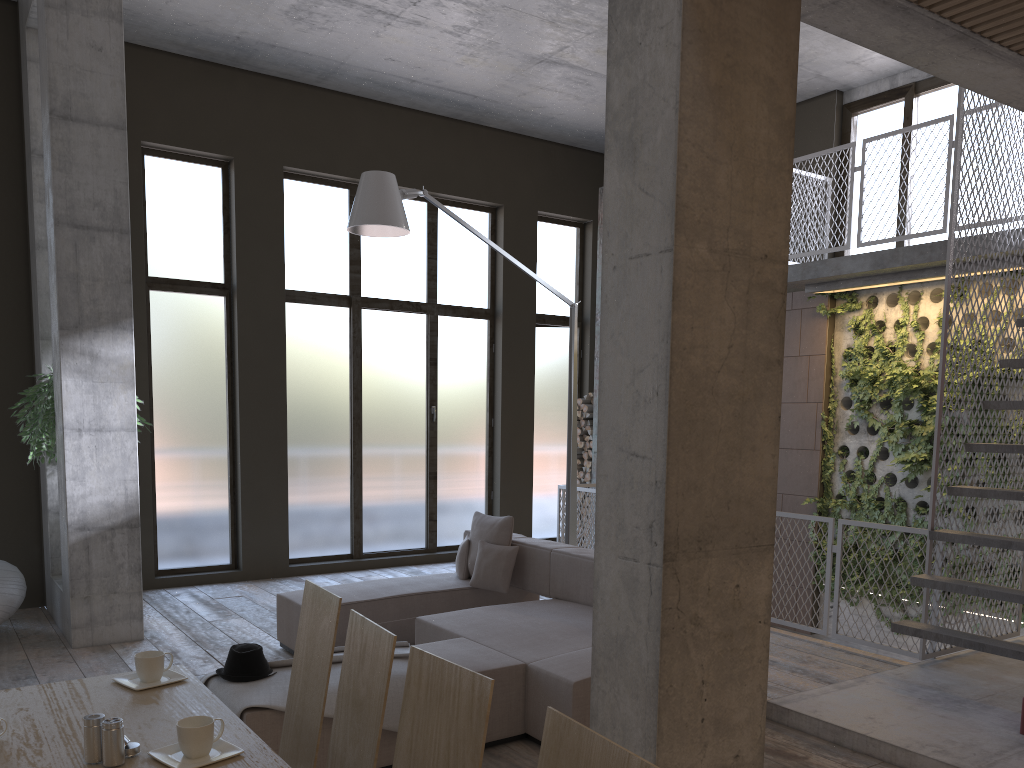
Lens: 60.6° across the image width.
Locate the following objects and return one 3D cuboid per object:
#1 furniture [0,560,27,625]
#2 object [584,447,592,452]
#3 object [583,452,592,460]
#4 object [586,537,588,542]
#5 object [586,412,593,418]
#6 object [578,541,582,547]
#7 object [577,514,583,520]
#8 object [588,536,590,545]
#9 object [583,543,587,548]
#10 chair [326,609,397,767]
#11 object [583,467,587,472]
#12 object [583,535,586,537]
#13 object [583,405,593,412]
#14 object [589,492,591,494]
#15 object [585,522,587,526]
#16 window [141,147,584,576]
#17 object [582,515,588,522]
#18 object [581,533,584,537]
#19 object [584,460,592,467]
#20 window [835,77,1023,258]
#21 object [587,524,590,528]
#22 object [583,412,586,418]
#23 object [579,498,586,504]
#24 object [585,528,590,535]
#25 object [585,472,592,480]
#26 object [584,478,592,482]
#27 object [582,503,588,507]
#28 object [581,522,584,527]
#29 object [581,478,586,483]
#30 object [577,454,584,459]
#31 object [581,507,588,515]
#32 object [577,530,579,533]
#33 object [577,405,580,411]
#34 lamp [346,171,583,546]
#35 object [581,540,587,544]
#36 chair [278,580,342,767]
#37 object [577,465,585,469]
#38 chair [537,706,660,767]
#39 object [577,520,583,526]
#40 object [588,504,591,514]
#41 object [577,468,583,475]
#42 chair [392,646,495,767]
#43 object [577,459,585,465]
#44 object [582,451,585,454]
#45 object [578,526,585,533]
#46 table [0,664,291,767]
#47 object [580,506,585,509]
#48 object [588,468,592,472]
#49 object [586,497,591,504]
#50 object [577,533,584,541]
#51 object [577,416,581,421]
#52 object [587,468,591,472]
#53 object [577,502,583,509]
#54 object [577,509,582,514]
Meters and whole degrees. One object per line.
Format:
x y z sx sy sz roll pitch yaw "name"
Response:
-4.563 1.705 6.367 1.792 0.820 1.618 1 0 3 "furniture"
1.076 0.841 11.279 0.332 0.057 0.088 2 0 -33 "object"
1.053 0.916 11.266 0.293 0.108 0.098 2 2 -35 "object"
1.124 2.011 11.375 0.424 0.086 0.066 2 2 -37 "object"
1.131 0.398 11.165 0.422 0.068 0.066 2 1 -35 "object"
1.004 2.100 11.576 0.436 0.094 0.091 2 1 -35 "object"
1.027 1.741 11.537 0.434 0.080 0.114 2 0 -33 "object"
1.137 2.000 11.298 0.363 0.127 0.063 2 4 -33 "object"
1.118 2.093 11.437 0.434 0.080 0.114 2 0 -35 "object"
-0.711 1.255 2.348 0.720 1.209 0.345 -1 6 -29 "chair"
1.098 1.099 11.336 0.422 0.068 0.067 2 1 -33 "object"
1.095 1.945 11.390 0.363 0.068 0.121 2 -1 -33 "object"
1.104 0.319 11.186 0.436 0.094 0.093 2 1 -35 "object"
1.178 1.404 11.286 0.434 0.080 0.114 2 0 -35 "object"
1.133 1.817 11.351 0.422 0.068 0.067 2 1 -33 "object"
-2.868 -0.136 9.027 9.191 4.222 0.207 1 5 -35 "window"
1.115 1.739 11.381 0.436 0.094 0.091 2 1 -33 "object"
1.041 1.961 11.477 0.359 0.075 0.064 2 2 -36 "object"
1.126 1.018 11.300 0.436 0.094 0.091 2 1 -33 "object"
4.447 -2.026 7.698 0.109 1.765 3.546 -4 2 -34 "window"
1.072 1.818 11.250 0.250 0.048 0.062 2 0 -35 "object"
1.086 0.401 11.232 0.422 0.067 0.067 2 1 -35 "object"
1.045 1.510 11.415 0.434 0.080 0.114 2 0 -35 "object"
1.067 1.894 11.265 0.292 0.104 0.100 2 1 -35 "object"
1.078 1.172 11.184 0.292 0.104 0.100 2 1 -35 "object"
1.106 1.224 11.308 0.363 0.068 0.121 2 -1 -33 "object"
1.065 1.562 11.360 0.332 0.057 0.088 2 0 -33 "object"
1.088 1.821 11.417 0.422 0.068 0.067 2 1 -33 "object"
1.052 1.239 11.396 0.359 0.075 0.064 2 2 -36 "object"
0.979 0.946 11.464 0.454 0.090 0.090 2 1 -32 "object"
1.042 1.638 11.347 0.293 0.108 0.098 2 2 -35 "object"
0.986 1.921 11.508 0.332 0.057 0.088 2 0 -35 "object"
0.991 0.311 11.323 0.434 0.081 0.112 2 0 -35 "object"
-0.097 0.302 7.004 0.749 3.466 2.617 7 6 43 "lamp"
1.070 2.083 11.525 0.362 0.087 0.100 2 1 -35 "object"
-0.944 1.268 2.799 0.720 1.209 0.345 -2 6 -30 "chair"
0.933 1.073 11.419 0.422 0.073 0.071 2 1 -33 "object"
-0.161 1.233 1.504 0.720 1.209 0.345 -1 6 -29 "chair"
1.044 1.812 11.477 0.479 0.085 0.093 2 1 -33 "object"
1.143 1.595 11.252 0.363 0.127 0.063 2 4 -33 "object"
1.022 1.147 11.481 0.454 0.090 0.090 2 1 -33 "object"
-0.440 1.244 1.924 0.719 1.209 0.345 -2 7 -37 "chair"
1.038 1.019 11.456 0.434 0.080 0.114 2 0 -33 "object"
1.063 0.883 11.347 0.359 0.075 0.064 2 2 -32 "object"
1.058 1.889 11.436 0.454 0.090 0.090 2 1 -36 "object"
-0.120 1.344 0.724 1.010 0.931 5.160 0 -1 -34 "table"
1.052 1.604 11.429 0.359 0.075 0.064 2 2 -32 "object"
1.083 1.097 11.169 0.250 0.048 0.062 2 0 -35 "object"
1.161 1.484 11.276 0.479 0.085 0.093 2 1 -33 "object"
0.957 1.997 11.504 0.293 0.108 0.098 2 2 -33 "object"
0.979 0.439 11.360 0.454 0.090 0.090 2 1 -35 "object"
1.144 1.096 11.269 0.422 0.068 0.067 2 1 -33 "object"
0.987 1.585 11.464 0.479 0.085 0.093 2 1 -35 "object"
0.968 1.668 11.546 0.454 0.090 0.090 2 1 -32 "object"
